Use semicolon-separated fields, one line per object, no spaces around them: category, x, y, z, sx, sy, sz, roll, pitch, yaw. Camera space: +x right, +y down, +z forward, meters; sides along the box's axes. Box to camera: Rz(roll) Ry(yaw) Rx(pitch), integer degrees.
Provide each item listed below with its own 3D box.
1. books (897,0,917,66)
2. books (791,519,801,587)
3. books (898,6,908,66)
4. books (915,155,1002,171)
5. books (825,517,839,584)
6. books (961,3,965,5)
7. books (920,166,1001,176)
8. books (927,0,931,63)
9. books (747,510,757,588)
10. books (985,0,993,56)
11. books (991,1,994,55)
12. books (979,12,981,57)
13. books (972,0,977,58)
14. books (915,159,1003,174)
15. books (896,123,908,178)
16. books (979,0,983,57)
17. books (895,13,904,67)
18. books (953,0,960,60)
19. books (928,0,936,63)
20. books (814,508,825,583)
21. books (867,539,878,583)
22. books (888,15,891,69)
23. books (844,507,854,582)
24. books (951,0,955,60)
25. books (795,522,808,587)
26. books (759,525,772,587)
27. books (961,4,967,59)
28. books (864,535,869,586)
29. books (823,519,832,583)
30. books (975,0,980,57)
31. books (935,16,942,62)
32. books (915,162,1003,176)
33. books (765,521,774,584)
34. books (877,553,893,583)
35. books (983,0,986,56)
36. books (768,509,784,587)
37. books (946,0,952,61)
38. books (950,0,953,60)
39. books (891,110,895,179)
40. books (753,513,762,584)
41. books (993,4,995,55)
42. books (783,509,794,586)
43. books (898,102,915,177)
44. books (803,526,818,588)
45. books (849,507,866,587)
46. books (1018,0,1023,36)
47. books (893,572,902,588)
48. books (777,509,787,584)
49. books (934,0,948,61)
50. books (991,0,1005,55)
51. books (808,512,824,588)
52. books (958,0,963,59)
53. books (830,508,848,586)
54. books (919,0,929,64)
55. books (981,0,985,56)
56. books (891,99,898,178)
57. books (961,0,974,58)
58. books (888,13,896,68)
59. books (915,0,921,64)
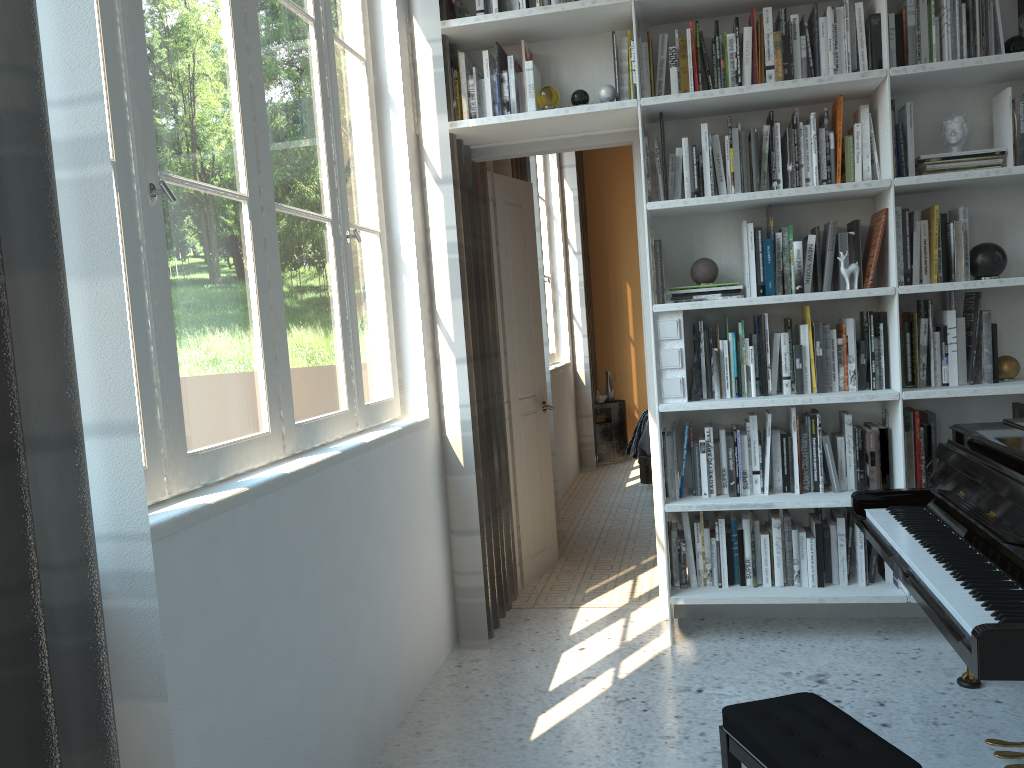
books;1.412;-1.230;3.169;0.026;0.280;0.150;-3;4;12
books;1.080;0.645;3.400;0.021;0.218;0.190;-3;4;12
books;1.396;-1.210;3.181;0.012;0.240;0.134;-3;4;12
books;1.589;-0.788;3.180;0.254;0.012;0.160;-4;4;9
books;1.220;0.633;3.381;0.022;0.225;0.140;-3;4;12
books;1.587;-1.215;3.150;0.011;0.226;0.129;-3;4;12
books;1.593;-0.752;3.189;0.254;0.012;0.160;-3;4;12
books;1.465;-1.253;3.167;0.011;0.317;0.154;-3;4;12
books;0.927;0.613;3.428;0.013;0.301;0.183;-3;4;12
books;1.645;-1.247;3.109;0.011;0.287;0.188;-3;4;12
books;1.672;-1.216;3.134;0.012;0.218;0.151;-3;4;12
books;1.627;-1.262;3.137;0.005;0.316;0.157;-3;4;12
books;1.612;-1.263;3.134;0.004;0.321;0.153;-3;4;12
books;1.589;-0.776;3.177;0.254;0.012;0.160;-4;4;7
books;1.404;-0.827;3.222;0.034;0.210;0.136;-3;4;12
books;1.631;-1.270;3.132;0.005;0.331;0.161;-3;4;12
books;1.382;-1.200;3.199;0.024;0.219;0.140;-3;4;12
books;1.550;-1.228;3.132;0.009;0.261;0.180;-3;4;12
books;1.471;-1.235;3.145;0.010;0.284;0.183;-3;4;12
books;1.179;0.592;3.399;0.013;0.310;0.130;-3;4;12
books;1.361;0.608;3.361;0.065;0.256;0.155;-3;4;12
books;1.330;-1.189;3.186;0.015;0.208;0.186;-3;4;12
books;1.279;0.608;3.387;0.040;0.264;0.137;-3;4;12
books;1.544;-1.227;3.150;0.011;0.256;0.152;-3;4;12
books;1.104;0.650;3.395;0.028;0.206;0.171;-3;4;12
books;0.973;0.660;3.419;0.030;0.202;0.168;-3;4;12
books;1.572;-1.204;3.129;0.011;0.209;0.181;-3;4;12
books;1.317;0.588;3.345;0.012;0.304;0.165;-3;4;12
books;1.200;0.639;3.398;0.024;0.214;0.136;-3;4;12
books;1.619;-1.234;3.128;0.010;0.262;0.158;-3;4;12
books;1.497;-1.189;3.162;0.029;0.187;0.149;-3;4;12
books;1.591;-0.764;3.180;0.254;0.012;0.160;-4;4;8
books;1.000;0.652;3.444;0.014;0.211;0.145;-3;4;12
books;1.406;0.595;3.353;0.027;0.276;0.143;-3;4;12
books;1.641;-1.247;3.128;0.004;0.284;0.166;-3;4;12
books;1.015;0.625;3.412;0.031;0.266;0.186;-3;4;12
books;1.518;-1.221;3.131;0.012;0.252;0.183;-3;4;12
books;1.533;-1.229;3.152;0.010;0.262;0.169;-3;4;12
books;1.362;-0.848;3.222;0.024;0.257;0.133;-3;4;12
books;0.951;0.637;3.447;0.022;0.247;0.134;-3;4;12
books;1.680;-1.212;3.131;0.004;0.210;0.132;-3;4;12
books;1.056;0.622;3.404;0.025;0.266;0.159;-3;4;12
books;1.427;-0.863;3.209;0.021;0.278;0.136;-3;4;12
books;1.133;0.658;3.383;0.031;0.188;0.189;-3;4;12
books;1.302;0.593;3.351;0.021;0.296;0.187;-3;4;12
books;1.804;-1.243;3.102;0.005;0.254;0.160;-3;4;12
books;1.421;0.619;3.308;0.017;0.233;0.212;-3;4;12
books;1.039;0.603;3.424;0.014;0.305;0.139;-3;4;12
books;1.507;-1.226;3.131;0.009;0.263;0.189;-3;4;12
books;1.694;-1.223;3.119;0.031;0.232;0.147;-3;4;12
books;1.157;0.628;3.376;0.023;0.244;0.188;-3;4;12
books;1.560;-1.239;3.135;0.011;0.279;0.169;-3;4;12
books;1.242;0.616;3.372;0.027;0.256;0.179;-3;4;12
books;1.447;-1.224;3.160;0.024;0.262;0.177;-3;4;12
books;1.637;-1.257;3.131;0.005;0.306;0.162;-3;4;12
books;1.381;-0.871;3.234;0.011;0.298;0.135;-3;4;12
books;1.591;-1.247;3.126;0.011;0.292;0.176;-3;4;12
books;1.356;-1.201;3.205;0.029;0.225;0.136;-3;4;12
books;1.429;-1.229;3.162;0.012;0.276;0.157;-3;4;12
